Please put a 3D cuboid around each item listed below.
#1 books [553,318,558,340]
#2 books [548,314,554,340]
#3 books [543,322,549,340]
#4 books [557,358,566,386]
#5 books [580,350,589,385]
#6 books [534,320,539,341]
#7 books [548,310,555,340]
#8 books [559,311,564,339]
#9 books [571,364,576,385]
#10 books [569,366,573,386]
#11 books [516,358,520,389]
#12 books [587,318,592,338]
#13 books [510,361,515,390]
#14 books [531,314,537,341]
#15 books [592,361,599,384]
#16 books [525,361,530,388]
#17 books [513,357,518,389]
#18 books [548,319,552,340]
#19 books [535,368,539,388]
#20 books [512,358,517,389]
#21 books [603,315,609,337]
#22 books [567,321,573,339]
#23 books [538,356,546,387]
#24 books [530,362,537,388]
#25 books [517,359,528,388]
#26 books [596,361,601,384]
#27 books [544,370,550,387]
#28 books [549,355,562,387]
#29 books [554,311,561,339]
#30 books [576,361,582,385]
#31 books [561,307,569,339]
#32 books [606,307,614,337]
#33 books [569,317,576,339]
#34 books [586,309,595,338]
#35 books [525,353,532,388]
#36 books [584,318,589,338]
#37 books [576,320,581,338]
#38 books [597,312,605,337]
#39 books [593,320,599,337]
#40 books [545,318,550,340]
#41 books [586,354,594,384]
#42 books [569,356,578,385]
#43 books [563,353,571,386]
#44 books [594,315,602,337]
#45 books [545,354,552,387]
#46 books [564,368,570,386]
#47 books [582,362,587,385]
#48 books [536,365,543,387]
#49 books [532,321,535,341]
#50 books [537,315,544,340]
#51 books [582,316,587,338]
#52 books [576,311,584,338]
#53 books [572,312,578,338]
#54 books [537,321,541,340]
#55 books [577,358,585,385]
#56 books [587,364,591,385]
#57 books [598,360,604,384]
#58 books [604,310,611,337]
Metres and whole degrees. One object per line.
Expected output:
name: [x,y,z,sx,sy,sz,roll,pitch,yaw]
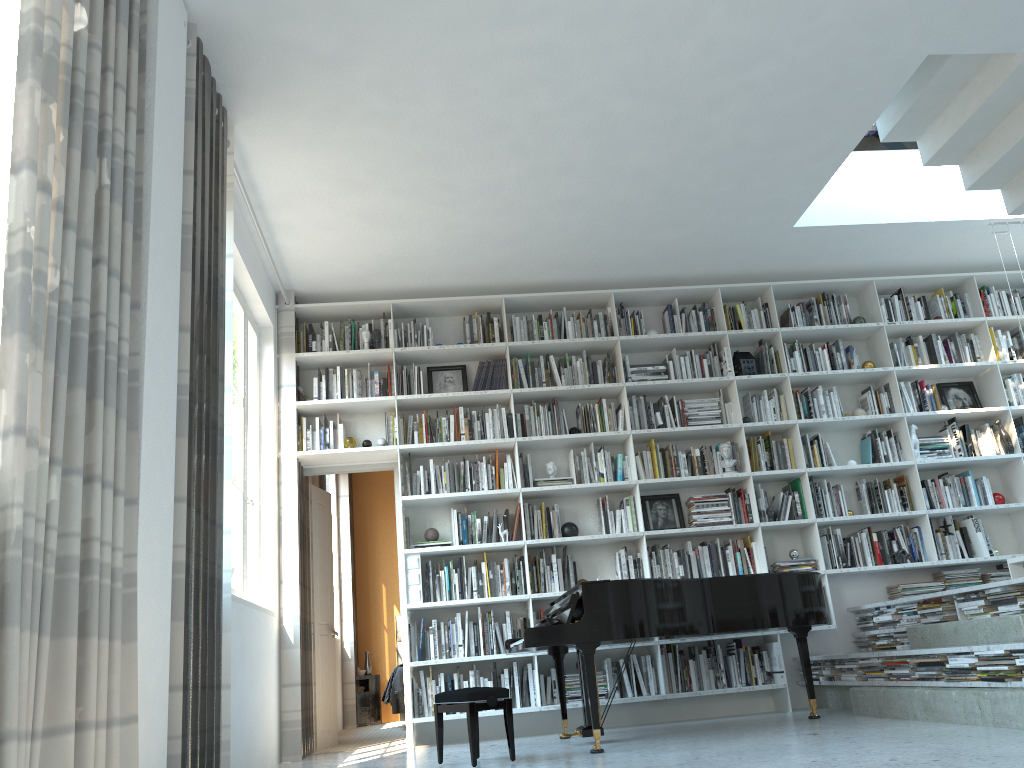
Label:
books: [0.329,-0.375,6.851,0.029,0.235,0.130,-3,-18,-6]
books: [0.299,-0.385,6.837,0.013,0.250,0.184,-3,-18,-6]
books: [0.254,-0.356,6.835,0.030,0.200,0.152,-3,-18,-6]
books: [0.376,-0.043,6.744,0.027,0.264,0.169,-3,-18,-6]
books: [0.554,-0.081,6.756,0.011,0.312,0.184,-3,-18,-6]
books: [0.184,-0.362,6.850,0.025,0.234,0.130,-3,-18,-6]
books: [0.308,-0.408,6.847,0.010,0.298,0.151,-3,-18,-6]
books: [0.382,-0.401,6.846,0.052,0.272,0.173,-3,-18,-6]
books: [0.460,-0.024,6.737,0.010,0.207,0.174,-3,-18,-6]
books: [0.441,-0.016,6.761,0.024,0.211,0.128,-3,-18,-6]
books: [0.041,-0.037,6.707,0.010,0.286,0.149,-3,-18,-6]
books: [0.586,-0.382,6.844,0.026,0.199,0.188,-3,-18,-6]
books: [0.001,-0.024,6.686,0.023,0.255,0.175,-3,-18,-6]
books: [0.168,-0.383,6.828,0.010,0.263,0.161,-3,-18,-6]
books: [0.624,-0.039,6.752,0.030,0.217,0.183,-3,-18,-6]
books: [0.119,-0.029,6.710,0.011,0.259,0.158,-3,-18,-6]
books: [0.027,-0.039,6.730,0.014,0.308,0.130,-3,-18,-6]
books: [0.288,-0.368,6.830,0.011,0.215,0.160,-3,-18,-6]
books: [0.180,-0.002,6.713,0.024,0.201,0.154,-3,-18,-6]
books: [0.016,-0.033,6.706,0.013,0.282,0.159,-3,-18,-6]
books: [0.718,-0.399,6.870,0.026,0.224,0.173,-3,-18,-6]
books: [0.440,-0.363,6.844,0.031,0.189,0.182,-3,-18,-6]
books: [0.229,-0.051,6.726,0.023,0.292,0.156,-3,-18,-6]
books: [0.153,-0.024,6.704,0.031,0.241,0.182,-3,-18,-6]
books: [0.080,-0.031,6.715,0.067,0.273,0.168,-3,-18,-6]
books: [0.649,-0.041,6.759,0.022,0.222,0.161,-3,-18,-6]
books: [0.261,0.004,6.721,0.034,0.180,0.160,-3,-18,-6]
books: [0.325,-0.055,6.727,0.075,0.284,0.179,-3,-18,-6]
books: [0.349,-0.400,6.845,0.013,0.275,0.165,-3,-18,-6]
books: [0.502,-0.038,6.733,0.021,0.225,0.192,-3,-18,-6]
books: [0.411,-0.419,6.868,0.014,0.314,0.166,-3,-18,-6]
books: [0.755,-0.430,6.887,0.026,0.287,0.176,-3,-18,-6]
books: [0.465,-0.384,6.862,0.026,0.235,0.135,-3,-18,-6]
books: [0.610,-0.419,6.876,0.013,0.284,0.160,-3,-18,-6]
books: [0.129,-0.058,6.711,0.012,0.314,0.172,-3,-18,-6]
books: [0.566,-0.383,6.846,0.013,0.206,0.178,-3,-18,-6]
books: [0.507,-0.373,6.872,0.029,0.213,0.142,-3,-18,-6]
books: [0.688,-0.408,6.892,0.029,0.260,0.152,-3,-18,-6]
books: [0.637,-0.374,6.858,0.031,0.184,0.177,-3,-18,-6]
books: [0.275,-0.374,6.838,0.013,0.233,0.155,-3,-18,-6]
books: [0.594,-0.065,6.779,0.022,0.289,0.147,-3,-18,-6]
books: [0.474,-0.058,6.762,0.026,0.285,0.138,-3,-18,-6]
books: [0.421,-0.069,6.749,0.012,0.306,0.145,-3,-18,-6]
books: [0.662,-0.397,6.878,0.026,0.236,0.149,-3,-18,-6]
books: [0.278,-0.059,6.751,0.013,0.314,0.135,-3,-18,-6]
books: [0.407,-0.007,6.727,0.028,0.179,0.168,-3,-18,-6]
books: [0.545,-0.038,6.753,0.013,0.230,0.142,-3,-18,-6]
books: [0.206,-0.014,6.712,0.029,0.218,0.158,-3,-18,-6]
books: [0.158,-0.356,6.816,0.014,0.206,0.167,-3,-18,-6]
books: [0.222,-0.383,6.850,0.028,0.267,0.152,-3,-18,-6]
books: [0.547,-0.389,6.859,0.021,0.228,0.161,-3,-18,-6]
books: [0.528,-0.408,6.856,0.014,0.265,0.192,-3,-18,-6]
books: [0.484,-0.401,6.870,0.014,0.268,0.157,-3,-18,-6]
books: [0.204,-0.357,6.841,0.012,0.215,0.150,-3,-18,-6]
books: [0.523,-0.050,6.758,0.028,0.260,0.136,-3,-18,-6]
books: [0.574,-0.028,6.763,0.024,0.213,0.150,-3,-18,-6]
books: [0.670,-0.044,6.778,0.024,0.236,0.153,-3,-18,-6]
books: [0.736,-0.417,6.886,0.014,0.266,0.172,-3,-18,-6]
